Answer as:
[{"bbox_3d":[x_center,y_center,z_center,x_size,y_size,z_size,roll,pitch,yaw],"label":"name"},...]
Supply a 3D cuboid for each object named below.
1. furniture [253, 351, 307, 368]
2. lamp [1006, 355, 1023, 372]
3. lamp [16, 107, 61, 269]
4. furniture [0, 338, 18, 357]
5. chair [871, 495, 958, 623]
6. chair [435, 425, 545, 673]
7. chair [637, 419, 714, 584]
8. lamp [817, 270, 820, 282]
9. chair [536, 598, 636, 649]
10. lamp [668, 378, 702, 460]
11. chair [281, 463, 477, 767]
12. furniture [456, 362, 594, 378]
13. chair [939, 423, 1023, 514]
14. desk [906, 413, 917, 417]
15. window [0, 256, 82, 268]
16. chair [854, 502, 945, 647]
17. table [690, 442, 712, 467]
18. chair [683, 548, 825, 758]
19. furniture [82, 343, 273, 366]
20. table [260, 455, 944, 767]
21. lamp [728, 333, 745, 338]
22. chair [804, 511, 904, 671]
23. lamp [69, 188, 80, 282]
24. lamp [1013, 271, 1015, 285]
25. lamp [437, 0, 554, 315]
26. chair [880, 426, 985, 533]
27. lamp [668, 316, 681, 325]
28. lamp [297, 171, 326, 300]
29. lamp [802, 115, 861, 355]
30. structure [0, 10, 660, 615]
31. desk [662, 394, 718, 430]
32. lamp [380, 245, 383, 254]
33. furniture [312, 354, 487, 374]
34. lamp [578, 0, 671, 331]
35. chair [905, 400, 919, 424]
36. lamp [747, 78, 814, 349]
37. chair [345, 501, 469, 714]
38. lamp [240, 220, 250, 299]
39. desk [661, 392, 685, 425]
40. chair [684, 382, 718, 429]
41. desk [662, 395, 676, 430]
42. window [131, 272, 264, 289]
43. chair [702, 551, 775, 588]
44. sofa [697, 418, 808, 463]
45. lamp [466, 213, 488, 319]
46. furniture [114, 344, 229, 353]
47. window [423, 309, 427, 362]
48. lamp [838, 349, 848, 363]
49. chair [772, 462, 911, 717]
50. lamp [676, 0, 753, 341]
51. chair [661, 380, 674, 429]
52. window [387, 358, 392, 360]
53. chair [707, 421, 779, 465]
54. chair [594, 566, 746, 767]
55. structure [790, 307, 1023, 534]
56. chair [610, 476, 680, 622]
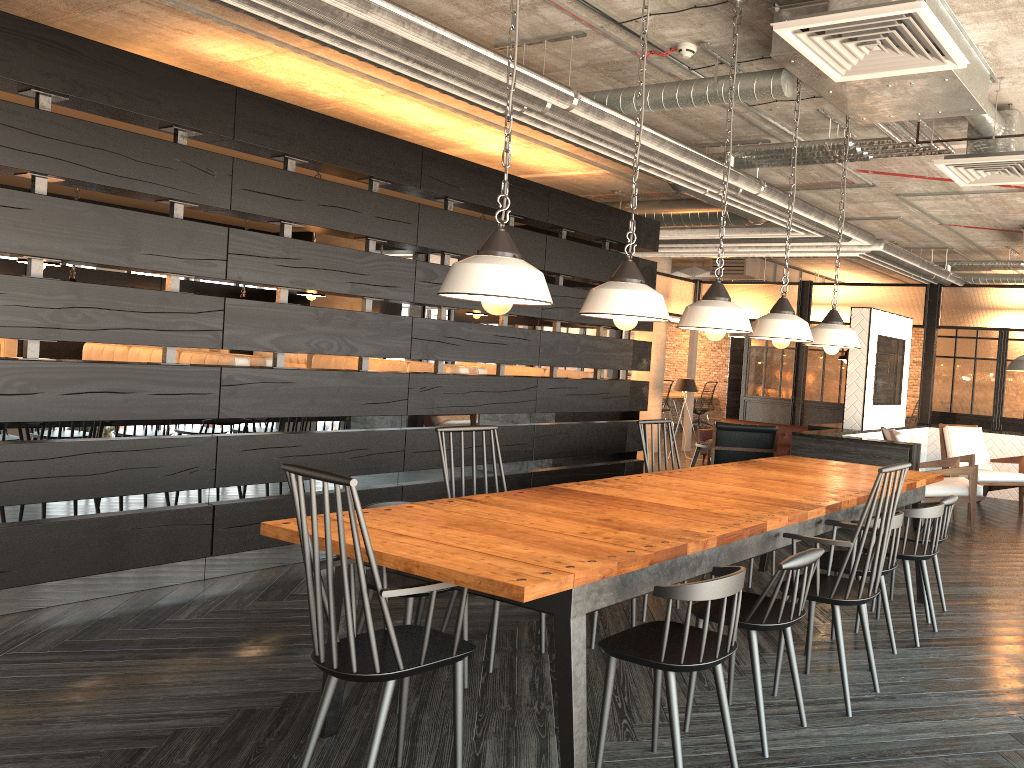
[{"bbox_3d":[-2.673,0.205,9.868,1.634,1.260,0.667,5,2,34],"label":"furniture"},{"bbox_3d":[5.370,-0.897,8.511,0.431,1.544,0.588,5,2,45],"label":"lamp"},{"bbox_3d":[-2.691,-1.179,4.773,0.170,1.050,0.217,4,2,30],"label":"lamp"},{"bbox_3d":[-4.915,0.152,7.221,1.632,1.260,1.229,5,2,35],"label":"furniture"},{"bbox_3d":[2.409,1.005,5.005,0.400,0.725,0.430,5,2,37],"label":"chair"},{"bbox_3d":[-0.074,0.726,3.820,0.423,1.032,0.526,5,2,37],"label":"chair"},{"bbox_3d":[1.035,0.752,5.129,0.423,1.032,0.526,5,2,37],"label":"chair"},{"bbox_3d":[6.298,-1.436,15.290,0.259,0.857,3.925,5,2,40],"label":"lamp"},{"bbox_3d":[0.413,0.893,4.195,0.384,0.737,0.430,5,2,37],"label":"chair"},{"bbox_3d":[2.764,0.521,12.413,0.882,1.178,0.524,3,2,-7],"label":"lamp"},{"bbox_3d":[-0.383,0.755,2.501,0.391,1.032,0.568,5,2,42],"label":"chair"},{"bbox_3d":[-0.023,0.451,8.169,1.626,1.260,0.680,5,2,34],"label":"furniture"},{"bbox_3d":[5.269,0.943,9.404,0.786,0.906,0.860,3,2,-12],"label":"chair"},{"bbox_3d":[7.143,0.915,15.986,0.692,0.720,1.890,5,2,39],"label":"desk"},{"bbox_3d":[-7.630,-1.020,11.915,0.213,2.873,2.864,5,2,40],"label":"window"},{"bbox_3d":[2.127,0.996,4.576,0.384,0.737,0.430,5,2,37],"label":"chair"},{"bbox_3d":[2.755,0.979,10.931,0.622,0.372,0.806,5,2,33],"label":"table"},{"bbox_3d":[0.924,0.971,3.212,0.400,0.725,0.430,5,2,37],"label":"chair"},{"bbox_3d":[-2.261,0.398,5.527,1.624,1.260,1.229,5,2,35],"label":"furniture"},{"bbox_3d":[0.981,0.910,4.063,1.031,0.791,4.312,5,3,40],"label":"table"},{"bbox_3d":[4.267,-1.617,15.380,0.458,1.502,0.432,3,2,-1],"label":"lamp"},{"bbox_3d":[1.706,0.983,4.155,0.384,0.737,0.430,5,2,37],"label":"chair"},{"bbox_3d":[-4.171,-1.401,7.937,0.199,1.050,0.188,3,2,-1],"label":"lamp"},{"bbox_3d":[8.643,-1.219,13.793,0.259,0.857,3.925,5,2,40],"label":"lamp"},{"bbox_3d":[0.001,-1.090,2.687,0.397,1.736,0.335,3,2,-12],"label":"lamp"},{"bbox_3d":[4.052,0.910,8.090,0.935,0.906,0.728,4,2,5],"label":"chair"},{"bbox_3d":[2.865,-1.754,17.481,0.259,0.857,3.925,5,2,40],"label":"lamp"},{"bbox_3d":[-1.471,-1.151,6.214,0.164,1.050,0.224,5,2,45],"label":"lamp"},{"bbox_3d":[1.995,-1.043,5.042,0.422,1.736,0.310,2,2,-35],"label":"lamp"},{"bbox_3d":[-2.912,-0.453,7.100,5.278,2.741,6.299,5,3,37],"label":"structure"},{"bbox_3d":[3.709,0.597,18.178,0.692,0.720,1.890,5,2,39],"label":"desk"},{"bbox_3d":[-1.356,-1.750,8.741,0.376,1.502,0.514,5,2,45],"label":"lamp"},{"bbox_3d":[-1.010,0.427,7.005,1.624,1.260,1.229,5,2,35],"label":"furniture"},{"bbox_3d":[0.500,-1.078,3.277,0.327,1.736,0.405,4,2,26],"label":"lamp"},{"bbox_3d":[7.480,0.772,15.801,0.604,1.062,0.795,5,2,37],"label":"chair"},{"bbox_3d":[1.497,-1.055,4.454,0.422,1.736,0.310,2,2,-35],"label":"lamp"},{"bbox_3d":[-0.403,0.870,3.350,0.384,0.737,0.430,5,2,37],"label":"chair"},{"bbox_3d":[-2.992,-1.373,9.330,0.214,1.050,0.174,3,2,-16],"label":"lamp"},{"bbox_3d":[3.122,0.543,18.552,0.692,0.720,1.890,5,2,39],"label":"desk"},{"bbox_3d":[4.046,0.454,17.993,0.604,1.062,0.795,5,2,37],"label":"chair"},{"bbox_3d":[2.486,0.568,16.734,0.692,0.720,1.890,5,2,39],"label":"desk"},{"bbox_3d":[-5.542,-0.971,14.380,0.213,2.873,2.864,5,2,40],"label":"window"},{"bbox_3d":[1.537,0.921,5.494,0.384,0.737,0.430,5,2,37],"label":"chair"},{"bbox_3d":[3.450,0.865,11.758,1.400,0.637,0.773,5,2,34],"label":"sofa"},{"bbox_3d":[-0.292,-1.123,7.607,0.170,1.050,0.217,4,2,30],"label":"lamp"},{"bbox_3d":[-3.664,0.182,8.699,1.632,1.260,1.229,5,2,35],"label":"furniture"},{"bbox_3d":[-1.359,-0.873,19.320,0.213,2.873,2.864,5,2,40],"label":"window"},{"bbox_3d":[3.688,-0.310,9.120,0.230,0.171,0.193,4,2,2],"label":"lamp"},{"bbox_3d":[1.409,0.836,3.609,0.423,1.032,0.526,5,2,37],"label":"chair"},{"bbox_3d":[0.998,-1.066,3.865,0.423,1.736,0.309,2,2,-42],"label":"lamp"},{"bbox_3d":[2.809,0.425,16.532,0.604,1.062,0.795,5,2,37],"label":"chair"},{"bbox_3d":[-3.450,-0.922,16.850,0.213,2.873,2.864,5,2,40],"label":"window"},{"bbox_3d":[2.624,0.813,9.538,0.758,0.795,1.016,4,2,4],"label":"chair"},{"bbox_3d":[0.528,0.956,2.757,0.384,0.737,0.430,5,2,37],"label":"chair"},{"bbox_3d":[5.157,0.358,8.654,3.425,2.114,4.255,5,2,37],"label":"structure"},{"bbox_3d":[0.726,0.903,4.670,0.400,0.725,0.430,5,2,37],"label":"chair"}]
